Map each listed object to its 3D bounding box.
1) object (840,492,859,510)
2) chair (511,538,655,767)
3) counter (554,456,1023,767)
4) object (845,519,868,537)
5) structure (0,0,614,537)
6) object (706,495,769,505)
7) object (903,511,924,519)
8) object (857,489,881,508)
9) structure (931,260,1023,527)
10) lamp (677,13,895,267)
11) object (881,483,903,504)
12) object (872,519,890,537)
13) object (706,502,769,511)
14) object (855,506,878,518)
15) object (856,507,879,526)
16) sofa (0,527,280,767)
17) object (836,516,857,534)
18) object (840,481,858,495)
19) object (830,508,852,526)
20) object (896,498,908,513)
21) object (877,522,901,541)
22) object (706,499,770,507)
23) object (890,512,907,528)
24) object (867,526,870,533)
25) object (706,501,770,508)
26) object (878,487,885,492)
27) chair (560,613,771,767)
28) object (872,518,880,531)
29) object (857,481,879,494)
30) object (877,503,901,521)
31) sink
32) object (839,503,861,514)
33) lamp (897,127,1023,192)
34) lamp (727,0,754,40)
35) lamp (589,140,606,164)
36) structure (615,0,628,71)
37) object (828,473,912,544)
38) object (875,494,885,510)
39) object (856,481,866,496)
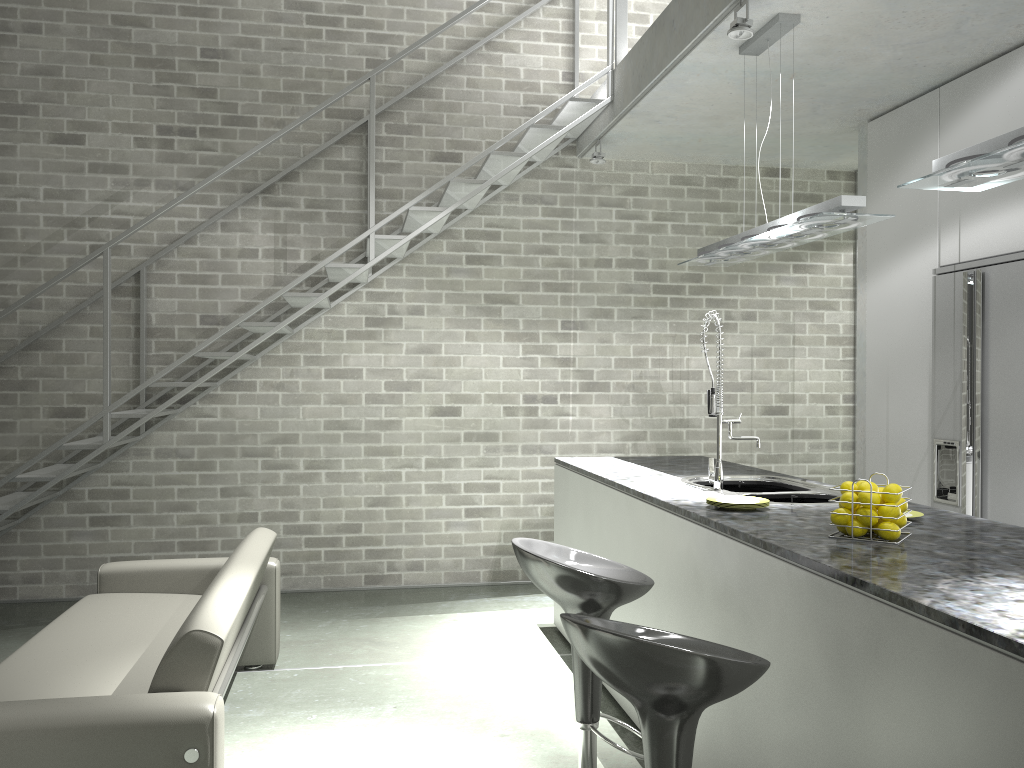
[{"bbox_3d":[0.974,0.337,2.563,0.053,0.052,0.061,0,0,-7],"label":"object"},{"bbox_3d":[0.229,0.951,2.757,0.464,0.931,0.457,0,0,4],"label":"chair"},{"bbox_3d":[1.069,0.918,3.030,0.900,0.960,4.400,0,0,-10],"label":"counter"},{"bbox_3d":[0.986,0.412,2.537,0.063,0.053,0.051,0,0,-12],"label":"object"},{"bbox_3d":[-1.608,-0.726,5.419,4.345,4.246,0.902,0,0,-10],"label":"structure"},{"bbox_3d":[0.794,0.414,3.123,0.217,0.017,0.216,0,0,23],"label":"object"},{"bbox_3d":[1.241,0.431,2.929,0.217,0.017,0.216,0,0,15],"label":"object"},{"bbox_3d":[1.014,0.326,2.519,0.063,0.053,0.051,0,0,-7],"label":"object"},{"bbox_3d":[2.330,0.385,4.321,0.160,1.900,0.743,0,0,-10],"label":"structure"},{"bbox_3d":[1.153,-1.105,3.997,0.290,0.964,1.490,0,0,-10],"label":"lamp"},{"bbox_3d":[1.081,0.313,2.522,0.059,0.060,0.050,0,0,-20],"label":"object"},{"bbox_3d":[1.066,0.414,2.543,0.061,0.055,0.050,0,0,26],"label":"object"},{"bbox_3d":[0.794,0.429,3.123,0.217,0.017,0.216,0,0,23],"label":"object"},{"bbox_3d":[1.018,0.373,2.547,0.062,0.053,0.051,0,0,-12],"label":"object"},{"bbox_3d":[1.008,0.376,2.517,0.051,0.055,0.061,0,0,-41],"label":"object"},{"bbox_3d":[-1.427,1.049,3.375,0.902,0.717,2.114,0,0,-10],"label":"sofa"},{"bbox_3d":[0.988,0.410,2.595,0.074,0.063,0.064,0,0,0],"label":"object"},{"bbox_3d":[1.001,0.314,2.632,0.053,0.051,0.063,0,0,27],"label":"object"},{"bbox_3d":[0.949,0.383,2.554,0.052,0.054,0.061,0,0,-43],"label":"object"},{"bbox_3d":[1.127,0.359,2.598,0.060,0.055,0.053,0,0,23],"label":"object"},{"bbox_3d":[1.055,0.412,2.485,0.062,0.052,0.053,0,0,19],"label":"object"},{"bbox_3d":[0.794,0.419,3.123,0.217,0.017,0.216,0,0,23],"label":"object"},{"bbox_3d":[1.106,0.390,2.559,0.062,0.053,0.052,0,0,17],"label":"object"},{"bbox_3d":[1.031,0.404,2.590,0.052,0.060,0.057,0,0,-14],"label":"object"},{"bbox_3d":[0.794,0.424,3.123,0.217,0.017,0.216,0,0,23],"label":"object"},{"bbox_3d":[1.093,0.330,2.622,0.063,0.051,0.053,0,0,25],"label":"object"},{"bbox_3d":[0.338,0.956,1.944,0.464,0.931,0.457,0,0,-29],"label":"chair"},{"bbox_3d":[1.068,0.411,2.636,0.053,0.053,0.061,0,0,22],"label":"object"},{"bbox_3d":[1.038,0.311,2.585,0.063,0.053,0.051,0,0,-19],"label":"object"},{"bbox_3d":[1.067,0.362,2.508,0.061,0.054,0.053,0,0,26],"label":"object"},{"bbox_3d":[1.067,0.206,3.699,0.546,1.023,0.987,0,0,-10],"label":"sink"},{"bbox_3d":[0.995,0.359,2.612,0.062,0.053,0.052,0,0,42],"label":"object"},{"bbox_3d":[1.491,-1.093,2.091,0.290,0.964,1.490,0,0,-10],"label":"lamp"},{"bbox_3d":[0.941,-1.499,3.648,0.109,0.136,0.109,0,0,32],"label":"lamp"},{"bbox_3d":[2.953,-1.490,3.415,6.854,0.136,0.110,1,0,45],"label":"lamp"},{"bbox_3d":[1.140,-2.343,2.596,0.070,0.972,5.560,0,0,-10],"label":"structure"},{"bbox_3d":[1.041,0.354,2.576,0.189,0.174,0.207,0,0,35],"label":"object"},{"bbox_3d":[1.073,0.343,2.560,0.061,0.051,0.055,0,0,-26],"label":"object"},{"bbox_3d":[1.049,0.318,2.653,0.057,0.060,0.052,0,0,-32],"label":"object"}]
